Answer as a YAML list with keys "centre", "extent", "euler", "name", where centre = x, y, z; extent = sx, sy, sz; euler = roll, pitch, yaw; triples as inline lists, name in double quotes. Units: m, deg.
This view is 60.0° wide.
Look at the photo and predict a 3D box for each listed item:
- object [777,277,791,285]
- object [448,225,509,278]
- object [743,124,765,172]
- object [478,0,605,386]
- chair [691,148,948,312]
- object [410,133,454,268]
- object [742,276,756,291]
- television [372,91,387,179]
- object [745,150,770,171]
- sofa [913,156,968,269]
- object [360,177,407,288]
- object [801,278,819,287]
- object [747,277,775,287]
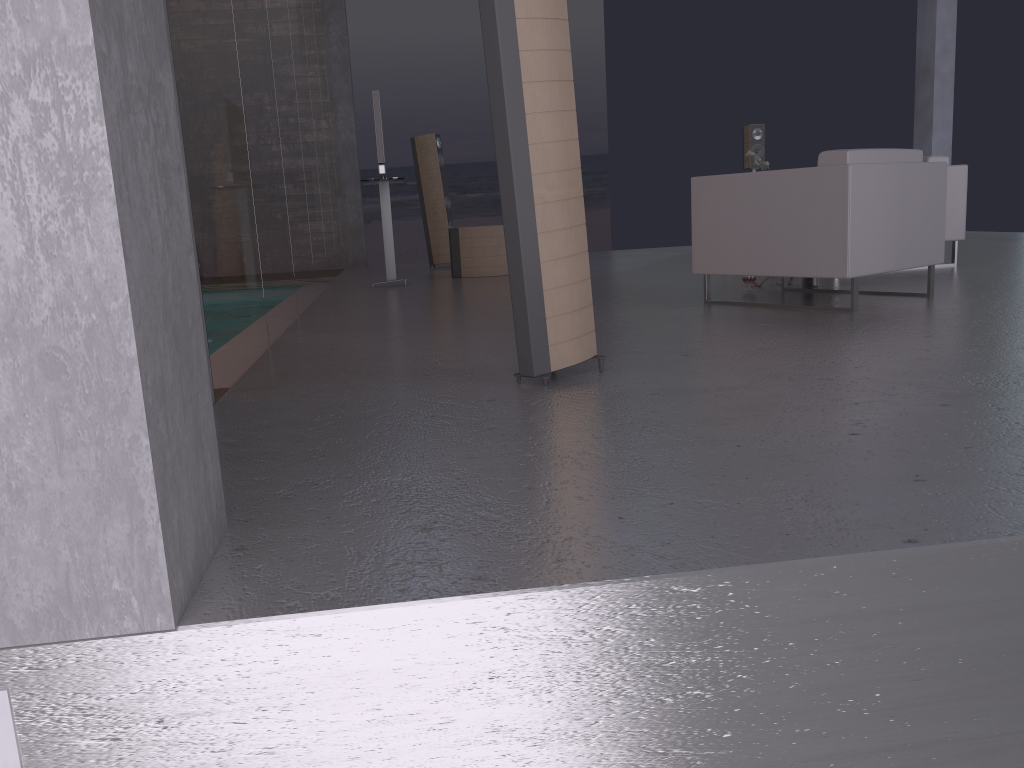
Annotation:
- centre: [1.859, -0.709, 5.943]
  extent: [0.079, 0.087, 0.235]
  euler: [-9, 13, -28]
  name: "object"
- centre: [-0.284, -1.271, 8.473]
  extent: [0.604, 0.459, 0.514]
  euler: [-5, 11, -7]
  name: "object"
- centre: [2.686, -2.179, 9.892]
  extent: [0.243, 1.363, 0.333]
  euler: [-3, 11, -1]
  name: "object"
- centre: [0.073, -0.735, 2.961]
  extent: [0.244, 1.473, 0.444]
  euler: [5, 14, 37]
  name: "object"
- centre: [1.690, -0.874, 4.969]
  extent: [0.936, 0.808, 1.026]
  euler: [-11, 14, -36]
  name: "chair"
- centre: [-0.876, -2.046, 9.968]
  extent: [0.444, 1.469, 0.244]
  euler: [0, 12, 18]
  name: "object"
- centre: [1.529, -0.719, 5.716]
  extent: [0.091, 0.233, 0.091]
  euler: [1, 12, 20]
  name: "object"
- centre: [-1.126, -2.096, 7.564]
  extent: [0.054, 0.644, 1.000]
  euler: [-5, 11, -7]
  name: "television"
- centre: [2.605, -1.847, 9.033]
  extent: [0.387, 1.051, 0.400]
  euler: [3, 13, 30]
  name: "object"
- centre: [2.689, -1.456, 7.612]
  extent: [1.026, 0.824, 2.353]
  euler: [-5, 11, -7]
  name: "sofa"
- centre: [-1.086, -1.334, 7.716]
  extent: [0.360, 0.958, 0.818]
  euler: [-5, 11, -7]
  name: "object"
- centre: [1.921, -0.844, 5.707]
  extent: [0.109, 0.435, 0.109]
  euler: [1, 12, 20]
  name: "object"
- centre: [1.664, -0.695, 5.928]
  extent: [0.079, 0.087, 0.235]
  euler: [-12, 14, -39]
  name: "object"
